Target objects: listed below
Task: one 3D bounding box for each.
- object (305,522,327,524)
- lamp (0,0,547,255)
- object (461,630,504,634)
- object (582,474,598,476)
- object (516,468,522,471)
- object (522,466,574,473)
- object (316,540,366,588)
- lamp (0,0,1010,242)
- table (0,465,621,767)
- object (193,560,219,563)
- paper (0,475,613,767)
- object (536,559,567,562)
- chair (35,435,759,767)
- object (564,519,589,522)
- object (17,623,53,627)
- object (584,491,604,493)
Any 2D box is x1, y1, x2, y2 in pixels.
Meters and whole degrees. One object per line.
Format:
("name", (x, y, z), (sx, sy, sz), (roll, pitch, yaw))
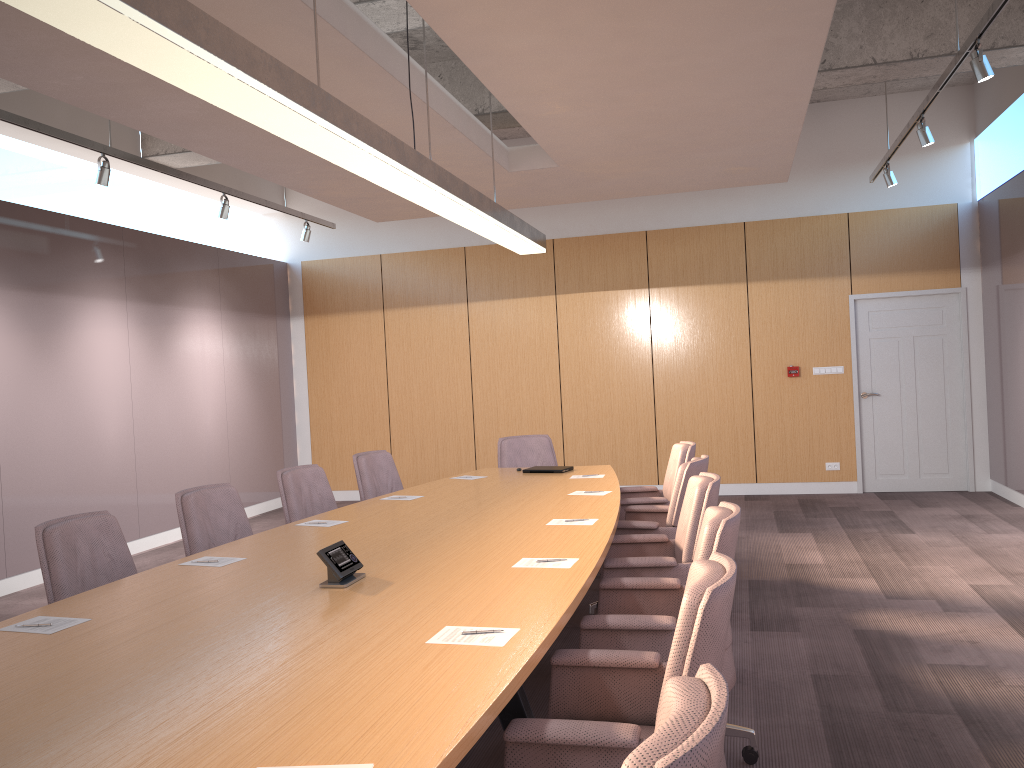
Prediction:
("object", (-1.039, 0.735, 4.690), (0.125, 0.009, 0.009), (-3, 1, 9))
("lamp", (-0.743, -1.841, 3.422), (0.200, 1.864, 6.974), (-3, 1, 14))
("object", (-0.084, 0.713, 2.554), (0.125, 0.009, 0.009), (-3, 1, -1))
("object", (0.547, 0.636, 6.178), (0.125, 0.009, 0.009), (-3, 1, -7))
("object", (0.053, 0.650, 6.755), (0.039, 0.019, 0.070), (-3, 1, 8))
("object", (0.269, 0.638, 6.610), (0.325, 0.026, 0.231), (-3, 1, 27))
("object", (-0.634, 0.668, 3.305), (0.110, 0.139, 0.200), (-3, 1, 14))
("lamp", (-0.743, -2.111, 3.308), (5.699, 1.321, 12.467), (-3, 1, 14))
("table", (-0.698, 1.118, 3.095), (1.885, 0.748, 8.000), (-3, 1, 14))
("object", (-1.316, 0.760, 3.799), (0.125, 0.009, 0.009), (-3, 1, 5))
("paper", (-0.701, 0.742, 3.181), (1.713, 0.001, 6.800), (-3, 1, 15))
("object", (0.156, 0.689, 3.470), (0.125, 0.009, 0.009), (-3, 1, -2))
("chair", (-0.738, 1.020, 2.993), (3.001, 0.948, 9.673), (-3, 1, 15))
("object", (0.321, 0.670, 4.368), (0.125, 0.009, 0.009), (-3, 1, -2))
("object", (-1.556, 0.784, 2.882), (0.125, 0.009, 0.009), (-3, 1, 2))
("object", (0.496, 0.649, 5.346), (0.125, 0.009, 0.009), (-3, 1, 6))
